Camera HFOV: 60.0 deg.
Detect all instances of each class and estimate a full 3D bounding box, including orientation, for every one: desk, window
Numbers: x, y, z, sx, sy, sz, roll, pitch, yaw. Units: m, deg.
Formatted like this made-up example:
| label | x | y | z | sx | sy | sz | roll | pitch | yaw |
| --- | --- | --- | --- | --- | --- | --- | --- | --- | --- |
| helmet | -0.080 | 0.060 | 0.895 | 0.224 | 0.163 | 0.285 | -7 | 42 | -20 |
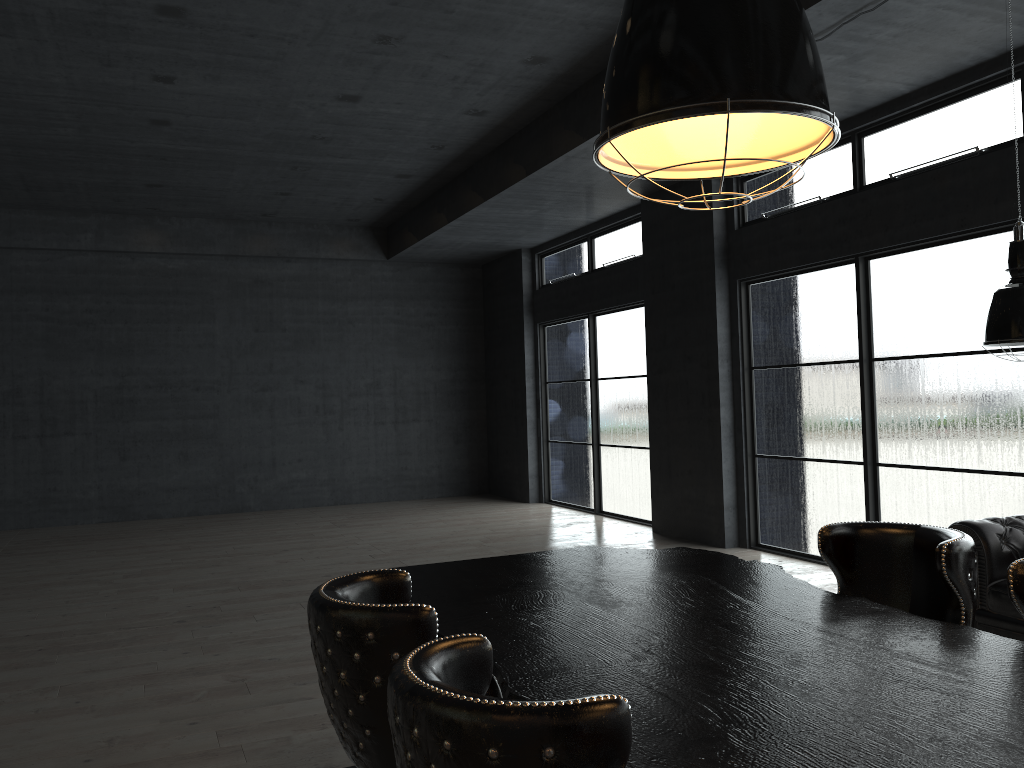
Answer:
| label | x | y | z | sx | sy | sz | roll | pitch | yaw |
| --- | --- | --- | --- | --- | --- | --- | --- | --- | --- |
| desk | 1.517 | 1.038 | 0.100 | 1.433 | 0.927 | 7.592 | -1 | -1 | -23 |
| window | 4.560 | -0.389 | 3.697 | 0.120 | 3.730 | 20.788 | -1 | -1 | -23 |

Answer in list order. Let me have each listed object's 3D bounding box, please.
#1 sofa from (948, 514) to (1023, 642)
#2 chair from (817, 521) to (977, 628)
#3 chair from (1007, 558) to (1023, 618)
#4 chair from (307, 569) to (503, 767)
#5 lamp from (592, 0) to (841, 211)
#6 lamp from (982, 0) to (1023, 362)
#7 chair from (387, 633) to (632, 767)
| label | x | y | z | sx | sy | sz | roll | pitch | yaw |
| --- | --- | --- | --- | --- | --- | --- | --- | --- | --- |
| sofa | 3.511 | 1.092 | 4.188 | 1.239 | 0.838 | 2.565 | -1 | -1 | -24 |
| chair | 1.142 | 1.006 | 2.735 | 0.568 | 1.093 | 0.504 | -1 | -2 | -31 |
| chair | 1.384 | 0.985 | 2.043 | 0.568 | 1.093 | 0.504 | -1 | -2 | -29 |
| chair | -0.202 | 1.037 | 2.190 | 0.568 | 1.093 | 0.504 | -1 | -2 | -14 |
| lamp | 0.488 | -1.618 | 2.322 | 0.621 | 2.303 | 0.621 | -2 | -2 | 22 |
| lamp | 2.509 | -1.188 | 4.409 | 0.391 | 2.154 | 0.391 | -2 | -2 | 22 |
| chair | 0.086 | 1.016 | 1.531 | 0.568 | 1.093 | 0.504 | -1 | -2 | -31 |
